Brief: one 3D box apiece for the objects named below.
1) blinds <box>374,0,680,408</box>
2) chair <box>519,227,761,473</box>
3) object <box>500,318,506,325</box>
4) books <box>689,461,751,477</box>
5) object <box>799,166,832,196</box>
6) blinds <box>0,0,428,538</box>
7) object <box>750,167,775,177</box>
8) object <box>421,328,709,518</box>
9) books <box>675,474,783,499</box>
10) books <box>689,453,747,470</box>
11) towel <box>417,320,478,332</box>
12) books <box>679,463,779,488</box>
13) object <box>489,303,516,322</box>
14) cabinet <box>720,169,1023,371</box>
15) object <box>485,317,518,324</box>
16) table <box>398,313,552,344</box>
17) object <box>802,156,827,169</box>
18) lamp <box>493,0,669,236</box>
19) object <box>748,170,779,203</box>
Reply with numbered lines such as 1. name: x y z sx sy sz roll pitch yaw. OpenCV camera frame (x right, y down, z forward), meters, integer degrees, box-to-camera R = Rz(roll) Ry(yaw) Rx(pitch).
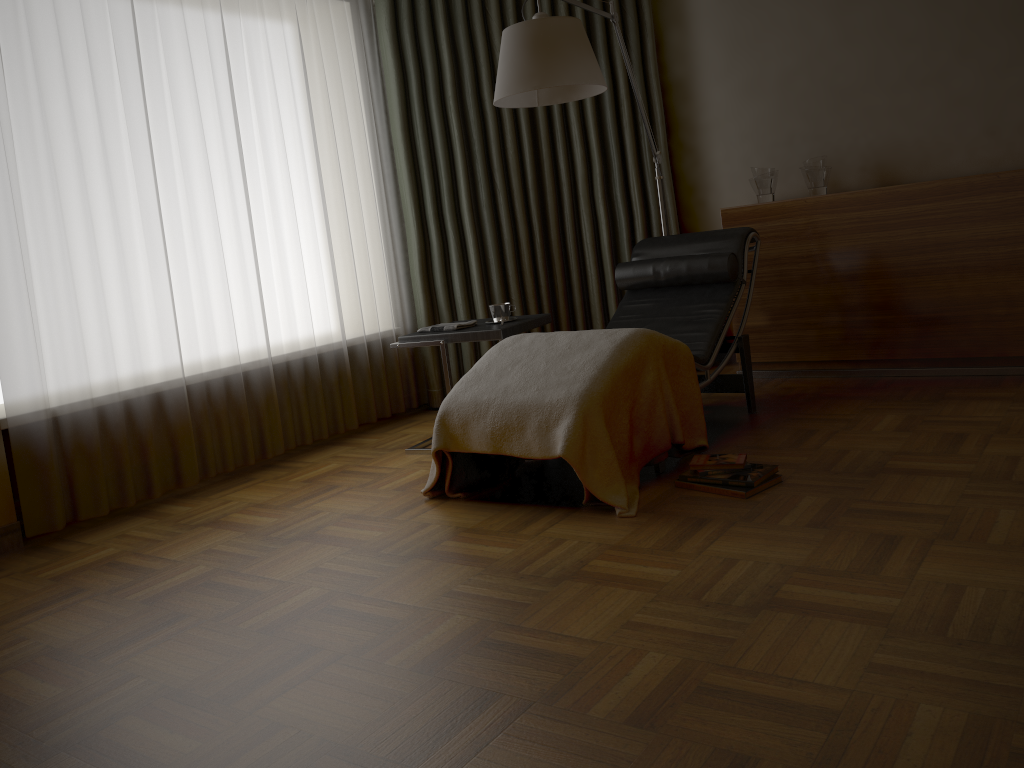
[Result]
1. blinds: 0.133 -1.188 4.879 1.535 2.435 0.225 -8 4 -9
2. chair: 0.483 -0.173 3.624 0.634 0.791 1.809 -3 10 36
3. object: -0.043 -0.271 3.839 0.029 0.019 0.125 -7 9 6
4. books: 0.685 0.272 2.918 0.173 0.018 0.124 -8 9 -4
5. object: 1.531 -1.024 4.435 0.155 0.153 0.158 -4 8 27
6. blinds: -1.237 -0.794 3.944 0.092 2.273 2.221 -4 7 36
7. object: 1.310 -1.060 4.591 0.122 0.149 0.124 -5 7 18
8. object: 0.183 0.084 3.219 0.915 0.516 0.919 -1 10 36
9. books: 0.704 0.316 2.878 0.202 0.022 0.280 -15 12 -38
10. books: 0.680 0.255 2.910 0.172 0.018 0.125 -4 10 21
11. towel: -0.280 -0.255 3.936 0.240 0.035 0.181 0 12 40
12. books: 0.709 0.292 2.891 0.264 0.020 0.191 1 12 40
13. object: -0.046 -0.318 3.942 0.097 0.078 0.112 -2 10 38
14. cabinet: 1.926 -0.535 4.285 1.670 0.855 0.420 -1 8 36
15. object: -0.046 -0.281 3.940 0.150 0.009 0.151 1 12 41
16. table: -0.158 -0.245 3.972 0.516 0.045 0.505 -2 10 27
17. object: 1.526 -1.062 4.432 0.122 0.149 0.124 -6 7 16
18. lamp: 0.512 -0.762 3.856 0.450 1.952 1.430 -4 7 40
19. object: 1.315 -1.022 4.594 0.156 0.153 0.157 -8 7 -7
